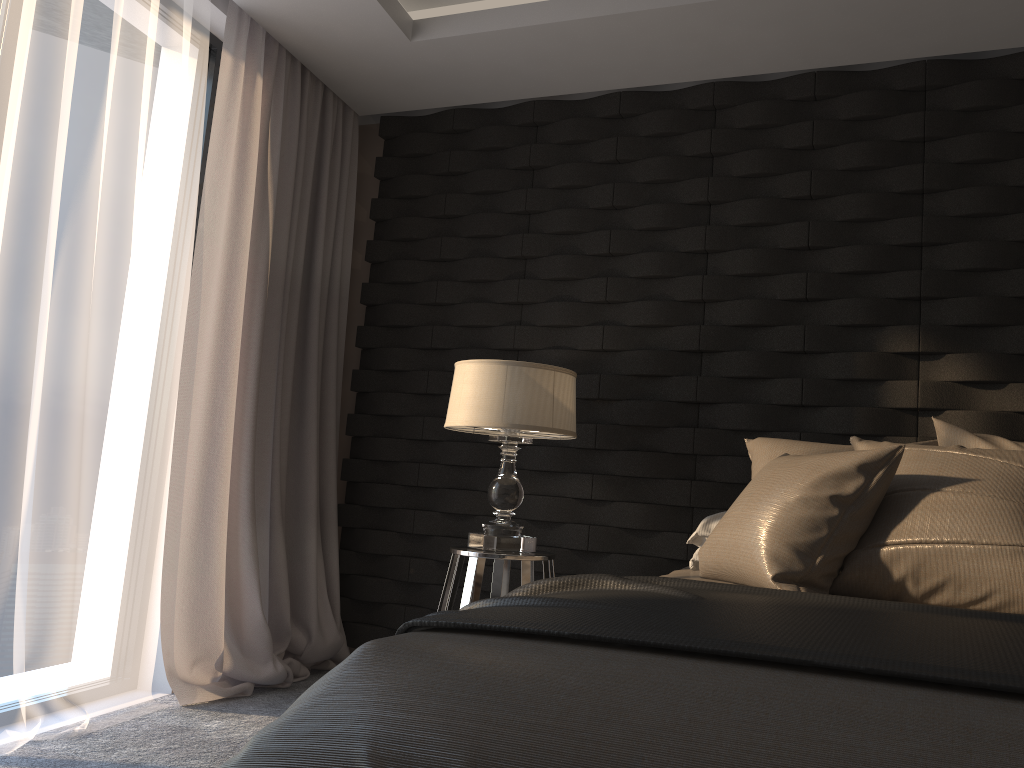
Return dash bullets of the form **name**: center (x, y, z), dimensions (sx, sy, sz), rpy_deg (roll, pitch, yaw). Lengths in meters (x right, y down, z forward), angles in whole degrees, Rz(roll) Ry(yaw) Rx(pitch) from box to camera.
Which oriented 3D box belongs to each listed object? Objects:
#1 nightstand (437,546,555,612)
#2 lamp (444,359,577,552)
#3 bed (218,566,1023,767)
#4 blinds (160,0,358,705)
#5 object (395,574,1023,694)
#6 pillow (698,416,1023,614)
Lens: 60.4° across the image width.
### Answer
- **nightstand**: center (-0.054, 0.872, 2.992), dimensions (0.522, 0.605, 0.578), rpy_deg (-1, -9, 37)
- **lamp**: center (-0.012, 0.261, 3.082), dimensions (0.489, 0.632, 0.442), rpy_deg (9, -9, -33)
- **bed**: center (0.907, 0.798, 1.849), dimensions (2.200, 0.625, 2.382), rpy_deg (1, -7, 25)
- **blinds**: center (-0.866, -0.155, 3.509), dimensions (0.331, 2.647, 1.026), rpy_deg (3, -8, 17)
- **object**: center (0.714, 0.557, 1.454), dimensions (1.973, 0.323, 0.641), rpy_deg (1, -7, 22)
- **pillow**: center (1.098, 0.301, 2.299), dimensions (1.206, 0.519, 0.935), rpy_deg (1, -8, 25)
